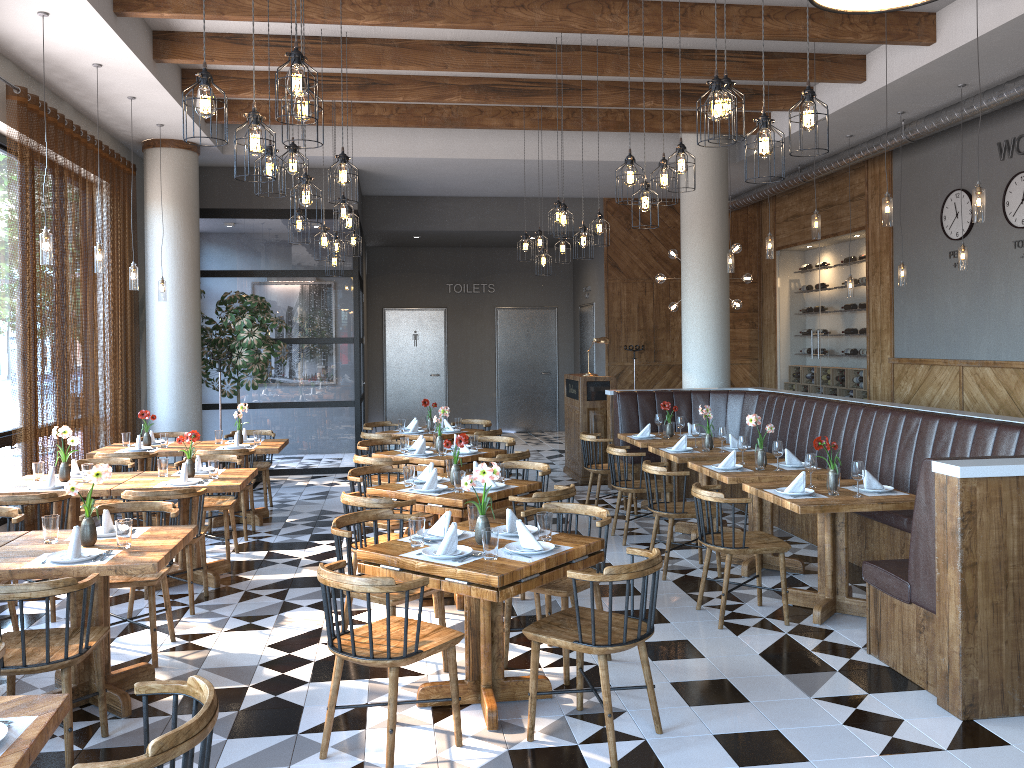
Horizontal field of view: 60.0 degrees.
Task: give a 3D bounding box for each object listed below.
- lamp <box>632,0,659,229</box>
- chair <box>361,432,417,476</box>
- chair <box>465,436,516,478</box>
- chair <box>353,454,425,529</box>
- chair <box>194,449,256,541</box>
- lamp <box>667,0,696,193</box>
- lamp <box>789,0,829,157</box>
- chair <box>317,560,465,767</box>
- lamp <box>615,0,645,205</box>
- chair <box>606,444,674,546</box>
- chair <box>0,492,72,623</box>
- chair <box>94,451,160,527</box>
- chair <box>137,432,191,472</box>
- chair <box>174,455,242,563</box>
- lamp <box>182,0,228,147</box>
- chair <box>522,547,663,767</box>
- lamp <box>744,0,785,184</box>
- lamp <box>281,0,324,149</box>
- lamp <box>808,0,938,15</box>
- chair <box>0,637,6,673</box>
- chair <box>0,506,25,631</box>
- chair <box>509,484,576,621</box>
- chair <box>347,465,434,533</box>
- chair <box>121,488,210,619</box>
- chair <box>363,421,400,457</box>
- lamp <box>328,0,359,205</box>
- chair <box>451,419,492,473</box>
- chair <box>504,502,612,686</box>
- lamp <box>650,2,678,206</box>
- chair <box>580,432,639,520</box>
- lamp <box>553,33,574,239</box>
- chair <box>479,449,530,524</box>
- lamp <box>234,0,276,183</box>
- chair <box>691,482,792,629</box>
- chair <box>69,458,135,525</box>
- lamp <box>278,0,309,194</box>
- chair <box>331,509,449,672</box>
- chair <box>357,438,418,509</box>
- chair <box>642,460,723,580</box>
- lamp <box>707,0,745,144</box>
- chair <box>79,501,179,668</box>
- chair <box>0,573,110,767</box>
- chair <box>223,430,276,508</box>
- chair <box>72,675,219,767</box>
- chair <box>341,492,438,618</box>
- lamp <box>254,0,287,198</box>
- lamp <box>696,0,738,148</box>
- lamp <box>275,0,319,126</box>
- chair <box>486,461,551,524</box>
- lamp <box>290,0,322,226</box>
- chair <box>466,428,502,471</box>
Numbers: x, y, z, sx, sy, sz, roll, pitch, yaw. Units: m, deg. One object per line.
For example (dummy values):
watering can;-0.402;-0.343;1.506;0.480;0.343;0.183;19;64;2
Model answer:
lamp;0.850;-2.045;5.718;0.175;2.070;0.175;-1;0;-37
chair;-1.285;0.900;9.243;0.519;0.817;0.550;0;1;37
chair;-0.248;0.928;8.397;0.519;0.817;0.550;0;1;37
chair;-1.027;0.987;7.370;0.519;0.817;0.550;0;1;37
chair;-2.575;0.975;8.005;0.519;0.817;0.550;-1;1;-8
lamp;1.075;-2.276;5.678;0.175;2.070;0.175;-1;0;-37
lamp;1.365;-2.105;4.103;0.175;2.070;0.175;-1;0;-23
chair;-0.527;1.154;3.745;0.519;0.817;0.550;0;1;37
lamp;0.729;-2.165;5.531;0.175;2.070;0.175;-1;0;19
chair;1.106;0.945;7.706;0.550;0.817;0.520;-1;1;-8
chair;-3.117;1.089;5.754;0.519;0.817;0.550;-1;1;-8
chair;-3.411;0.990;7.889;0.519;0.817;0.550;-1;1;-8
chair;-3.589;0.931;9.183;0.519;0.817;0.550;-1;1;-8
chair;-2.459;1.014;7.162;0.519;0.817;0.550;-1;1;-8
lamp;-1.305;-2.055;3.736;0.175;2.070;0.175;0;0;35
chair;0.376;1.137;3.869;0.550;0.817;0.520;0;1;37
lamp;1.148;-1.969;4.065;0.175;2.070;0.175;-1;0;10
lamp;-0.956;-2.115;3.994;0.175;2.070;0.175;-1;0;-33
lamp;0.918;-1.910;2.172;0.390;1.864;0.390;-1;0;-20
chair;-1.841;1.221;2.659;0.519;0.817;0.550;-1;1;-8
chair;-2.994;1.130;4.866;0.519;0.817;0.550;-1;1;-8
chair;0.130;1.055;5.652;0.550;0.817;0.520;0;1;37
chair;-0.897;1.030;6.431;0.550;0.817;0.520;0;1;37
chair;-2.281;1.073;5.869;0.519;0.817;0.550;-1;1;-8
chair;-1.409;0.859;10.147;0.550;0.817;0.520;0;1;37
lamp;-1.037;-2.137;5.379;0.175;2.070;0.175;-1;0;-22
chair;-0.518;0.841;10.291;0.519;0.817;0.550;0;1;37
chair;0.252;1.095;4.772;0.519;0.817;0.550;0;1;37
lamp;0.997;-2.228;5.872;0.175;2.070;0.175;0;0;42
chair;0.955;0.895;8.798;0.550;0.817;0.520;-1;1;-8
lamp;0.442;-2.311;7.752;0.175;2.070;0.175;-1;0;-36
chair;-0.124;0.970;7.494;0.550;0.817;0.520;0;1;37
lamp;-1.139;-1.933;3.885;0.175;2.070;0.175;-1;0;-22
chair;1.407;1.046;5.523;0.550;0.817;0.520;-1;1;-8
chair;-3.295;1.029;7.047;0.519;0.817;0.550;-1;1;-8
lamp;-1.379;-2.240;5.540;0.175;2.070;0.175;-1;0;11
chair;-0.651;1.112;4.648;0.550;0.817;0.520;0;1;37
chair;-1.151;0.945;8.273;0.550;0.817;0.520;0;1;37
chair;1.257;0.995;6.614;0.550;0.817;0.520;-1;1;-8
lamp;1.019;-2.208;4.258;0.175;2.070;0.175;-1;0;10
chair;-2.158;1.114;4.981;0.519;0.817;0.550;-1;1;-8
chair;-1.980;1.174;3.688;0.519;0.817;0.550;-1;1;-8
chair;-2.753;0.915;9.298;0.519;0.817;0.550;-1;1;-8
chair;-1.030;1.231;2.246;0.550;0.817;0.520;-1;1;-8
chair;-0.773;1.072;5.528;0.519;0.817;0.550;0;1;37
lamp;-1.471;-2.174;5.354;0.175;2.070;0.175;-1;0;0
lamp;0.931;-2.141;4.070;0.175;2.070;0.175;-1;0;-1
lamp;-0.932;-2.162;3.787;0.175;2.070;0.175;-1;0;-22
chair;0.006;1.013;6.555;0.519;0.817;0.550;0;1;37
lamp;-1.254;-2.002;5.345;0.175;2.070;0.175;-1;0;11
chair;-0.382;0.883;9.368;0.550;0.817;0.520;0;1;37
